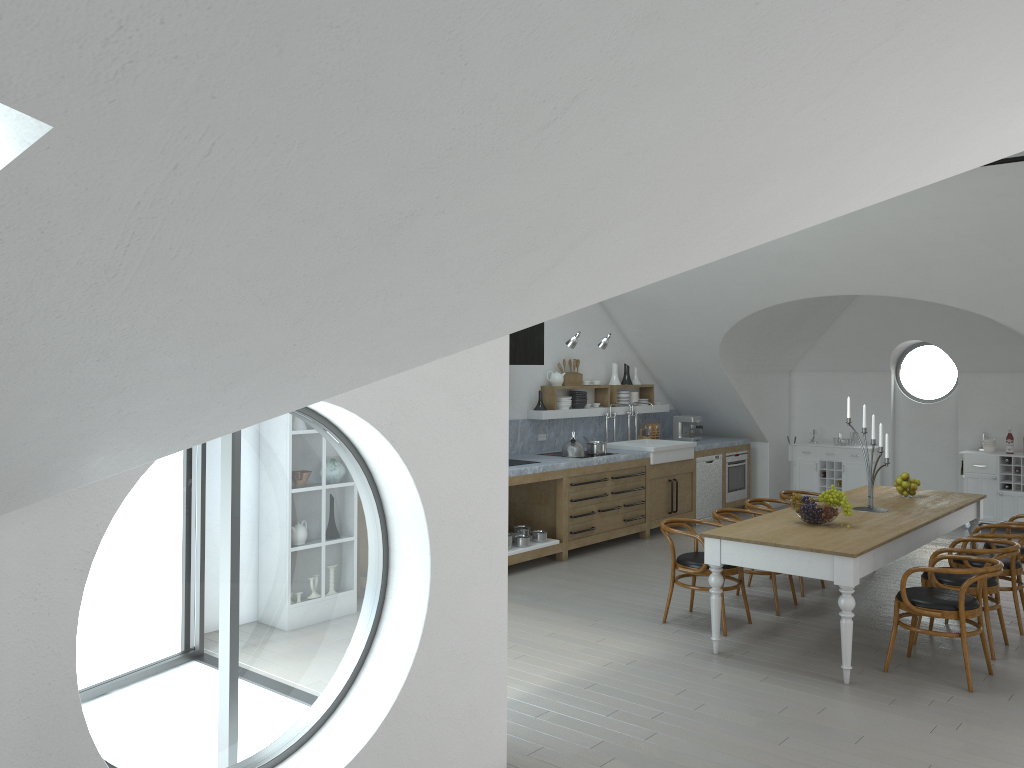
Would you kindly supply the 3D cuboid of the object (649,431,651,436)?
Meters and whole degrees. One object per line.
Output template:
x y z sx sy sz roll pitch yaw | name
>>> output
1.761 0.645 11.340 0.044 0.179 0.019 0 -1 25 | object

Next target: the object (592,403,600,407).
1.008 0.255 10.594 0.098 0.048 0.098 1 1 37 | object

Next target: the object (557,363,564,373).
0.584 -0.122 10.124 0.199 0.259 0.016 0 -1 -40 | object

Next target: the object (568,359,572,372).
0.682 -0.140 10.245 0.040 0.299 0.061 0 -1 37 | object

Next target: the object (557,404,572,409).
0.585 0.256 10.053 0.181 0.064 0.181 0 1 -28 | object

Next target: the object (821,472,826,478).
4.127 1.191 11.651 0.082 0.085 0.317 0 1 41 | object

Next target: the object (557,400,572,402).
0.586 0.210 10.056 0.181 0.069 0.181 0 1 -33 | object

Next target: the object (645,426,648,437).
1.722 0.632 11.358 0.040 0.192 0.042 1 -1 -13 | object

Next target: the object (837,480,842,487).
4.303 1.296 11.551 0.082 0.083 0.317 0 1 39 | object

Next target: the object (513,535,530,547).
0.049 1.467 8.336 0.261 0.113 0.153 1 0 29 | object

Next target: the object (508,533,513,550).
-0.168 1.447 8.245 0.378 0.164 0.223 1 0 29 | object

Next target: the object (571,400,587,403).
0.766 0.222 10.271 0.205 0.086 0.205 0 1 -13 | object

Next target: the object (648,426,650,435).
1.744 0.636 11.338 0.023 0.196 0.018 0 -1 35 | object

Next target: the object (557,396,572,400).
0.587 0.181 10.057 0.181 0.076 0.181 0 1 -13 | object

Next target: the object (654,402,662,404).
1.873 0.256 11.613 0.213 0.025 0.213 1 1 27 | object

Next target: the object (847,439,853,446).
4.397 0.761 11.532 0.071 0.099 0.071 0 0 -27 | object

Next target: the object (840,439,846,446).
4.317 0.767 11.554 0.077 0.085 0.077 0 0 27 | object

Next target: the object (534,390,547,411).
0.312 0.179 9.758 0.156 0.218 0.156 0 0 21 | object

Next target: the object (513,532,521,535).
-0.002 1.458 8.527 0.041 0.045 0.247 0 1 39 | object

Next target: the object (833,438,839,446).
4.234 0.756 11.576 0.081 0.105 0.082 0 0 -37 | object

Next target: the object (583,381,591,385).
0.876 -0.011 10.439 0.098 0.048 0.098 1 1 37 | object

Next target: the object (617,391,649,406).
1.500 0.180 11.150 0.198 0.196 0.657 0 1 39 | object

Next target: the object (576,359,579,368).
0.768 -0.140 10.349 0.030 0.294 0.057 0 -1 40 | object

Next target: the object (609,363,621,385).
1.266 -0.122 10.901 0.156 0.268 0.156 0 0 29 | object

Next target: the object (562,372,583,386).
0.689 -0.061 10.237 0.084 0.157 0.353 0 0 40 | object

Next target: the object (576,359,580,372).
0.758 -0.140 10.309 0.039 0.298 0.067 0 -1 40 | object

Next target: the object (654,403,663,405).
1.873 0.265 11.613 0.213 0.025 0.213 1 1 27 | object

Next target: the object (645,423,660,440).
1.824 0.623 11.499 0.104 0.223 0.200 0 0 40 | object

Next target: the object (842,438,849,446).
4.379 0.762 11.622 0.094 0.093 0.093 0 0 27 | object

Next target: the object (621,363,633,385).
1.437 -0.124 11.101 0.156 0.268 0.156 0 0 44 | object

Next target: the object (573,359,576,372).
0.719 -0.140 10.259 0.019 0.299 0.057 0 -1 40 | object

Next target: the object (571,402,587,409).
0.766 0.249 10.271 0.205 0.072 0.205 1 1 27 | object

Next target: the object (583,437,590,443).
0.873 0.663 9.686 0.236 0.167 0.051 1 0 35 | object

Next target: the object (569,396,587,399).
0.768 0.173 10.274 0.205 0.072 0.205 1 1 27 | object

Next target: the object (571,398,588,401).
0.773 0.195 10.270 0.205 0.086 0.205 0 1 -8 | object

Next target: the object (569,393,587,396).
0.768 0.148 10.279 0.205 0.084 0.205 0 1 -23 | object

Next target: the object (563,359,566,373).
0.605 -0.140 10.154 0.027 0.299 0.055 0 -1 40 | object

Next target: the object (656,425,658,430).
1.876 0.631 11.500 0.040 0.192 0.042 0 -1 0 | object

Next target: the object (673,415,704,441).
2.361 0.581 11.648 0.386 0.320 0.324 1 0 40 | object

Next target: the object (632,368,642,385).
1.574 -0.102 11.279 0.156 0.218 0.156 0 0 21 | object

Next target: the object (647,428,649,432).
1.734 0.645 11.314 0.019 0.179 0.044 0 -1 5 | object

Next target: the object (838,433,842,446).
4.304 0.724 11.619 0.048 0.169 0.048 0 -1 27 | object

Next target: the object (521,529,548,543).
0.227 1.464 8.582 0.261 0.113 0.153 1 1 39 | object

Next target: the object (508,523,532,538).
0.075 1.452 8.771 0.182 0.134 0.308 0 1 -26 | object

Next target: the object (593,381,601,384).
1.014 -0.013 10.603 0.098 0.048 0.098 1 1 37 | object

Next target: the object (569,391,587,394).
0.766 0.120 10.279 0.205 0.080 0.205 1 1 42 | object

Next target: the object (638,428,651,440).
1.689 0.650 11.321 0.100 0.171 0.173 0 0 42 | object

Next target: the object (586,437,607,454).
0.949 0.688 9.726 0.232 0.170 0.394 0 1 20 | object

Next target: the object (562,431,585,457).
0.647 0.627 9.355 0.246 0.268 0.246 0 0 -40 | object

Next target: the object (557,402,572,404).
0.584 0.233 10.053 0.181 0.065 0.181 0 1 -13 | object

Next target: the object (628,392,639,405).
1.519 0.178 11.135 0.158 0.160 0.154 0 0 -22 | object

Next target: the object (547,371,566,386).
0.497 -0.063 9.995 0.174 0.169 0.168 0 0 23 | object

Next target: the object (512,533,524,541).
-0.127 1.461 8.538 0.508 0.052 0.263 1 1 16 | object

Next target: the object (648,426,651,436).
1.759 0.633 11.326 0.040 0.192 0.042 1 -1 -14 | object

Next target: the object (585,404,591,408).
0.884 0.257 10.447 0.098 0.048 0.098 1 1 37 | object
